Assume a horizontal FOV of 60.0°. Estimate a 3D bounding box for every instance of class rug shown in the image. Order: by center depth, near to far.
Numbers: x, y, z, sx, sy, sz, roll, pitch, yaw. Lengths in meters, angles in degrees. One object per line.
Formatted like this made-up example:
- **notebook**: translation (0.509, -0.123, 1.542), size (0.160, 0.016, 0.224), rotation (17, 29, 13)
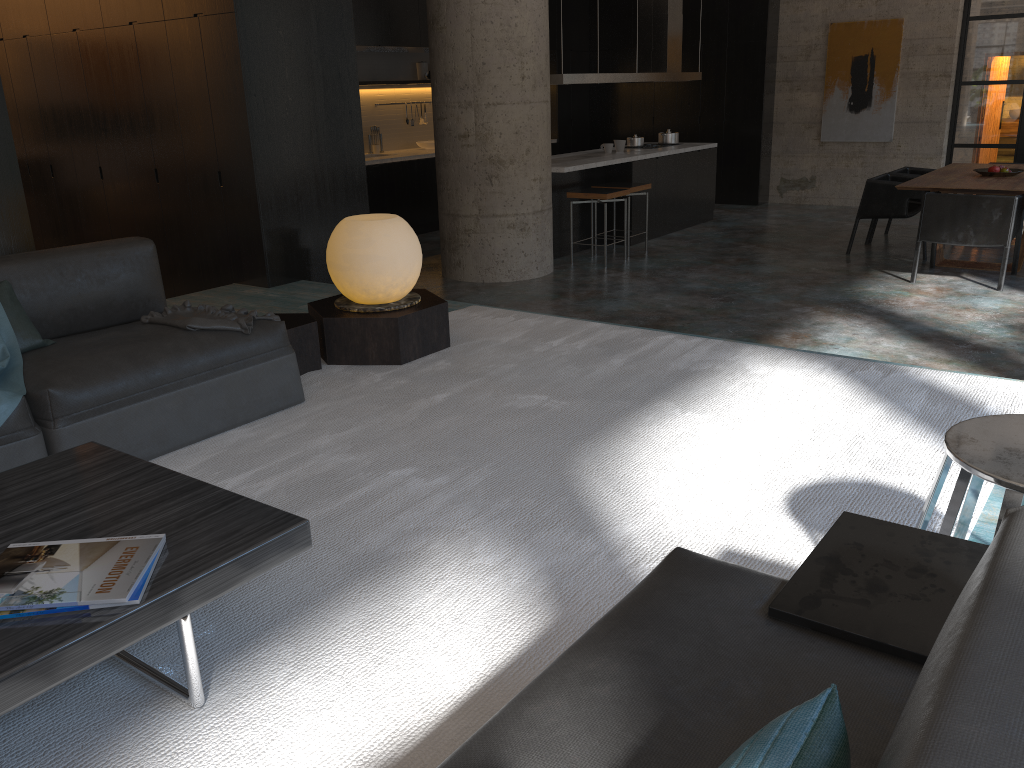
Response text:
- **rug**: translation (-1.324, 0.822, 1.479), size (2.954, 0.032, 7.768), rotation (11, 23, 35)

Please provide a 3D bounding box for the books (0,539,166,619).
- **books**: translation (-0.878, 0.383, 1.759), size (0.318, 0.011, 0.252), rotation (-5, 19, -9)

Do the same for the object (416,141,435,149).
- **object**: translation (-1.027, -3.173, 11.784), size (0.490, 0.093, 0.490), rotation (10, 22, 32)

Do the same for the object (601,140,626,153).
- **object**: translation (1.158, -2.709, 10.098), size (0.188, 0.133, 0.437), rotation (12, 23, 35)

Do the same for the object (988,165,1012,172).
- **object**: translation (4.538, -1.995, 8.252), size (0.219, 0.097, 0.100), rotation (-5, 19, -9)

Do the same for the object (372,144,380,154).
- **object**: translation (-1.714, -2.967, 11.196), size (0.092, 0.117, 0.092), rotation (-7, 19, -14)

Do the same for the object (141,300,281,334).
- **object**: translation (-1.191, -0.237, 3.580), size (0.433, 0.185, 0.429), rotation (9, 22, 31)

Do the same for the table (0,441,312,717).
- **table**: translation (-1.250, 0.582, 1.714), size (0.900, 0.309, 1.500), rotation (11, 23, 35)

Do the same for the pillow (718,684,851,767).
- **pillow**: translation (-0.002, 0.459, 0.559), size (1.042, 0.466, 0.349), rotation (-18, 24, -40)

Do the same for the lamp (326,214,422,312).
- **lamp**: translation (-0.669, -0.603, 4.323), size (0.462, 0.417, 0.462), rotation (-10, 20, -24)

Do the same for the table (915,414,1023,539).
- **table**: translation (1.129, 0.363, 1.876), size (0.620, 0.472, 0.620), rotation (13, 23, 37)

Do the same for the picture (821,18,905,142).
- **picture**: translation (4.563, -3.944, 11.598), size (0.928, 1.494, 0.029), rotation (11, 23, 35)

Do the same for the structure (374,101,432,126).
- **structure**: translation (-1.402, -3.587, 11.804), size (0.074, 0.315, 1.171), rotation (11, 23, 35)

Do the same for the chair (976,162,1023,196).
- **chair**: translation (5.399, -1.970, 9.488), size (0.707, 0.738, 0.754), rotation (11, 23, 35)

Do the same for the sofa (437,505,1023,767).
- **sofa**: translation (0.099, 0.667, 0.730), size (1.019, 0.680, 2.063), rotation (11, 23, 35)

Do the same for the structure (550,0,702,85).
- **structure**: translation (1.158, -4.338, 9.523), size (0.538, 2.100, 3.117), rotation (11, 23, 35)

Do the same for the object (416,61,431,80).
- **object**: translation (-1.034, -4.184, 11.840), size (0.334, 0.240, 0.462), rotation (10, 22, 32)

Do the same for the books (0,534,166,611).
- **books**: translation (-0.886, 0.372, 1.759), size (0.318, 0.011, 0.252), rotation (-3, 18, -4)

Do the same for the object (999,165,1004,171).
- **object**: translation (4.595, -2.006, 8.296), size (0.110, 0.082, 0.088), rotation (-6, 19, -13)

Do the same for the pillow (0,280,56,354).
- **pillow**: translation (-1.885, -0.211, 2.953), size (0.320, 0.393, 0.670), rotation (14, 24, 40)

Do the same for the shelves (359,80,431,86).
- **shelves**: translation (-1.287, -3.939, 11.580), size (0.403, 0.043, 4.362), rotation (11, 23, 35)

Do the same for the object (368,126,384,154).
- **object**: translation (-1.741, -3.114, 11.295), size (0.060, 0.336, 0.291), rotation (9, 21, 29)

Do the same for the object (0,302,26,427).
- **object**: translation (-1.917, -0.158, 2.991), size (0.444, 0.438, 0.985), rotation (-11, 20, -25)

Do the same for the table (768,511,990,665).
- **table**: translation (0.721, 0.529, 1.567), size (0.420, 0.390, 0.413), rotation (11, 23, 35)

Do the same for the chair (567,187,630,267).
- **chair**: translation (0.859, -1.564, 8.797), size (0.450, 0.698, 0.450), rotation (11, 23, 35)

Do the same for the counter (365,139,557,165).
- **counter**: translation (-1.026, -3.024, 11.706), size (1.000, 0.142, 4.360), rotation (11, 23, 35)

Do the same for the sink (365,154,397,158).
- **sink**: translation (-1.852, -2.675, 10.718), size (0.458, 0.134, 0.890), rotation (11, 23, 35)

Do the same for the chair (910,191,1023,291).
- **chair**: translation (3.861, -1.251, 7.485), size (0.707, 0.738, 0.754), rotation (11, 23, 35)

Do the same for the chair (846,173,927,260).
- **chair**: translation (3.818, -1.678, 8.772), size (0.754, 0.738, 0.707), rotation (11, 23, 35)

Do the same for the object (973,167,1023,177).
- **object**: translation (4.544, -1.990, 8.279), size (0.435, 0.079, 0.435), rotation (-7, 19, -16)

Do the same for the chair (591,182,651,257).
- **chair**: translation (1.138, -1.720, 9.238), size (0.450, 0.698, 0.450), rotation (11, 23, 35)

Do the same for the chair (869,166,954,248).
- **chair**: translation (4.256, -1.877, 9.325), size (0.754, 0.738, 0.707), rotation (11, 23, 35)

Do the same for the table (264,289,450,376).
- **table**: translation (-0.761, -0.250, 4.294), size (0.616, 0.230, 1.044), rotation (11, 23, 35)

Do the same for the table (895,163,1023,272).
- **table**: translation (4.592, -1.598, 8.421), size (1.299, 0.756, 2.410), rotation (11, 23, 35)

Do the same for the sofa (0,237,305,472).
- **sofa**: translation (-1.873, -0.053, 3.100), size (1.019, 0.680, 2.063), rotation (11, 23, 35)

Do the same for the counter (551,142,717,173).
- **counter**: translation (1.121, -2.579, 9.992), size (1.000, 0.046, 3.500), rotation (11, 23, 35)

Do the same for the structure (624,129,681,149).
- **structure**: translation (1.696, -3.004, 10.842), size (0.506, 0.187, 0.833), rotation (11, 23, 35)
